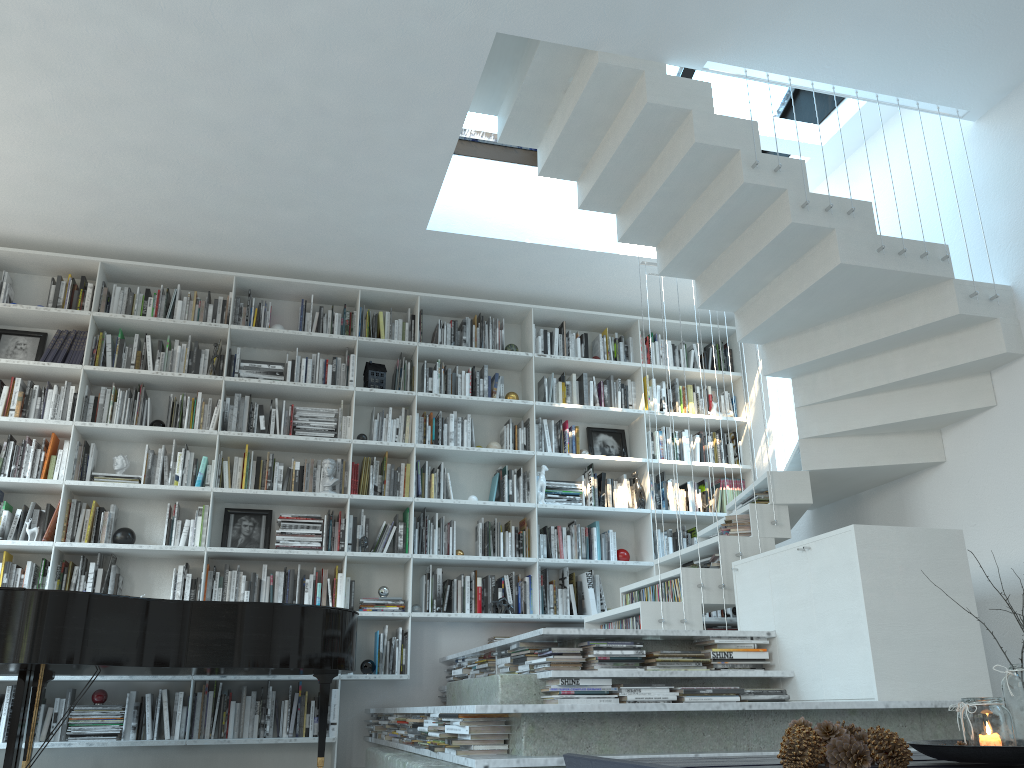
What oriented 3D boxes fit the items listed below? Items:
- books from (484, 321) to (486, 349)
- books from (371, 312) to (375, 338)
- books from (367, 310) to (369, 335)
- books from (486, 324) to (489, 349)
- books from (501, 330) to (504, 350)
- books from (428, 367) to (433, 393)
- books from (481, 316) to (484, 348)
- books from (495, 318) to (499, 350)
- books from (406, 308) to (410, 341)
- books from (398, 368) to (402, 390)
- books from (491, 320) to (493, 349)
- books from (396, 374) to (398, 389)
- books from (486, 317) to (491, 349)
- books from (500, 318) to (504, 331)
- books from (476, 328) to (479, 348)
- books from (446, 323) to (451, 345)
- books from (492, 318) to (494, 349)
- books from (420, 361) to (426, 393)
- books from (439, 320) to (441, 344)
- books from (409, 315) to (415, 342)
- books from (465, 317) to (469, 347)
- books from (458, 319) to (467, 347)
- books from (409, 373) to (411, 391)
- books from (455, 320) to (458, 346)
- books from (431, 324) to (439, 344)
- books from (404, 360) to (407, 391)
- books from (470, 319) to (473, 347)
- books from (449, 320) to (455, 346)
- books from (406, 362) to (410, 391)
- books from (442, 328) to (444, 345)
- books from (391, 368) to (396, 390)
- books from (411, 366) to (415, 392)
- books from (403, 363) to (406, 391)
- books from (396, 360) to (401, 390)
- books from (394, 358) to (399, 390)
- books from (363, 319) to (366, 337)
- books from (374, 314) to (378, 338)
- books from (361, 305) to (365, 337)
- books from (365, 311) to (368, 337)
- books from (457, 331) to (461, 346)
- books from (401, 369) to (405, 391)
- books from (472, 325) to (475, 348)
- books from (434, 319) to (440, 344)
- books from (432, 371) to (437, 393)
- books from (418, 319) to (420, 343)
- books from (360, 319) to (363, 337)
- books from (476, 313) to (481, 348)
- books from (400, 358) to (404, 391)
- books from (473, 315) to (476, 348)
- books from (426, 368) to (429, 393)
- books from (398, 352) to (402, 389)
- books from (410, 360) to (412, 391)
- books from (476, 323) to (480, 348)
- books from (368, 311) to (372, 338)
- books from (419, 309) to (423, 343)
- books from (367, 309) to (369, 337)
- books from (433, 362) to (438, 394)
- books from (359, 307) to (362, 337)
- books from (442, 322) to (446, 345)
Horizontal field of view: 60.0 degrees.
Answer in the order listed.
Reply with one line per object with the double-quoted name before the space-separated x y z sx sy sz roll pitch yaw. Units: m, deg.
"books" -0.215 -0.306 6.541 0.008 0.274 0.163 5 -20 -15
"books" -0.995 -0.366 6.335 0.008 0.261 0.142 5 -20 -15
"books" -1.039 -0.372 6.313 0.006 0.258 0.166 5 -20 -15
"books" -0.200 -0.295 6.541 0.024 0.251 0.150 5 -20 -15
"books" -0.090 -0.268 6.552 0.014 0.208 0.188 5 -21 -15
"books" -0.593 0.021 6.312 0.026 0.242 0.148 5 -20 -15
"books" -0.238 -0.328 6.516 0.015 0.298 0.184 5 -20 -15
"books" -0.128 -0.312 6.559 0.013 0.296 0.189 5 -20 -15
"books" -0.757 -0.373 6.421 0.012 0.328 0.129 5 -20 -15
"books" -0.801 0.015 6.257 0.024 0.216 0.169 5 -20 -15
"books" -0.160 -0.312 6.561 0.019 0.298 0.137 5 -20 -15
"books" -0.827 0.025 6.258 0.022 0.198 0.144 5 -20 -15
"books" -0.182 -0.322 6.546 0.008 0.305 0.183 5 -20 -15
"books" -0.081 -0.313 6.572 0.006 0.305 0.164 5 -20 -15
"books" -0.269 -0.284 6.494 0.018 0.200 0.189 5 -21 -15
"books" -0.478 -0.306 6.464 0.028 0.225 0.164 5 -20 -15
"books" -0.152 -0.316 6.584 0.008 0.320 0.134 5 -20 -15
"books" -0.631 -0.005 6.301 0.012 0.284 0.160 5 -20 -15
"books" -0.539 -0.319 6.451 0.011 0.243 0.173 5 -20 -15
"books" -0.729 -0.346 6.384 0.029 0.252 0.187 5 -20 -15
"books" -0.347 -0.325 6.511 0.024 0.291 0.168 5 -20 -15
"books" -0.366 -0.319 6.477 0.028 0.257 0.185 5 -20 -15
"books" -0.740 0.035 6.289 0.015 0.200 0.130 5 -20 -15
"books" -0.426 -0.315 6.484 0.021 0.255 0.169 5 -20 -15
"books" -0.571 -0.309 6.421 0.046 0.205 0.184 5 -21 -15
"books" -0.766 -0.010 6.293 0.013 0.287 0.132 5 -20 -15
"books" -0.312 -0.316 6.525 0.007 0.284 0.160 5 -20 -15
"books" -0.450 -0.317 6.476 0.030 0.254 0.161 5 -20 -15
"books" -0.742 -0.004 6.252 0.013 0.247 0.187 5 -20 -15
"books" -0.517 -0.289 6.446 0.009 0.182 0.160 5 -21 -15
"books" -0.838 0.015 6.250 0.019 0.213 0.156 5 -20 -15
"books" -0.712 0.015 6.254 0.008 0.213 0.224 5 -21 -15
"books" -0.767 -0.004 6.260 0.005 0.254 0.159 5 -20 -15
"books" -0.810 -0.017 6.249 0.022 0.271 0.182 5 -20 -15
"books" -0.823 -0.023 6.232 0.021 0.271 0.191 5 -20 -15
"books" -1.058 -0.339 6.307 0.015 0.192 0.160 5 -21 -15
"books" -0.979 -0.358 6.317 0.015 0.233 0.171 5 -20 -15
"books" -1.068 -0.391 6.316 0.007 0.297 0.181 5 -20 -15
"books" -1.041 -0.368 6.295 0.007 0.238 0.192 5 -21 -15
"books" -0.405 -0.276 6.496 0.031 0.190 0.133 5 -20 -15
"books" -0.778 0.019 6.260 0.013 0.210 0.140 5 -20 -15
"books" -0.295 -0.296 6.502 0.018 0.230 0.160 5 -20 -15
"books" -0.546 -0.323 6.440 0.009 0.243 0.174 5 -20 -15
"books" -0.563 0.033 6.297 0.026 0.207 0.181 5 -21 -15
"books" -0.690 -0.329 6.398 0.033 0.228 0.176 5 -20 -15
"books" -1.083 -0.343 6.313 0.016 0.203 0.144 5 -20 -15
"books" -0.253 -0.338 6.533 0.007 0.328 0.184 5 -20 -15
"books" -0.786 -0.025 6.252 0.021 0.287 0.180 5 -20 -15
"books" -0.285 -0.332 6.524 0.006 0.311 0.179 5 -20 -15
"books" -0.612 0.023 6.312 0.012 0.238 0.139 5 -20 -15
"books" -0.807 -0.043 6.276 0.025 0.338 0.143 5 -20 -15
"books" -0.727 -0.011 6.296 0.005 0.291 0.131 5 -20 -15
"books" -0.260 -0.301 6.519 0.008 0.250 0.170 5 -20 -15
"books" -1.013 -0.370 6.322 0.034 0.260 0.158 5 -20 -15
"books" -0.668 -0.365 6.408 0.019 0.303 0.176 5 -20 -15
"books" -1.036 -0.377 6.329 0.007 0.278 0.151 5 -20 -15
"books" -0.549 0.005 6.329 0.011 0.282 0.173 5 -20 -15
"books" -1.089 -0.386 6.303 0.008 0.277 0.171 5 -20 -15
"books" -0.504 -0.314 6.445 0.013 0.228 0.174 5 -20 -15
